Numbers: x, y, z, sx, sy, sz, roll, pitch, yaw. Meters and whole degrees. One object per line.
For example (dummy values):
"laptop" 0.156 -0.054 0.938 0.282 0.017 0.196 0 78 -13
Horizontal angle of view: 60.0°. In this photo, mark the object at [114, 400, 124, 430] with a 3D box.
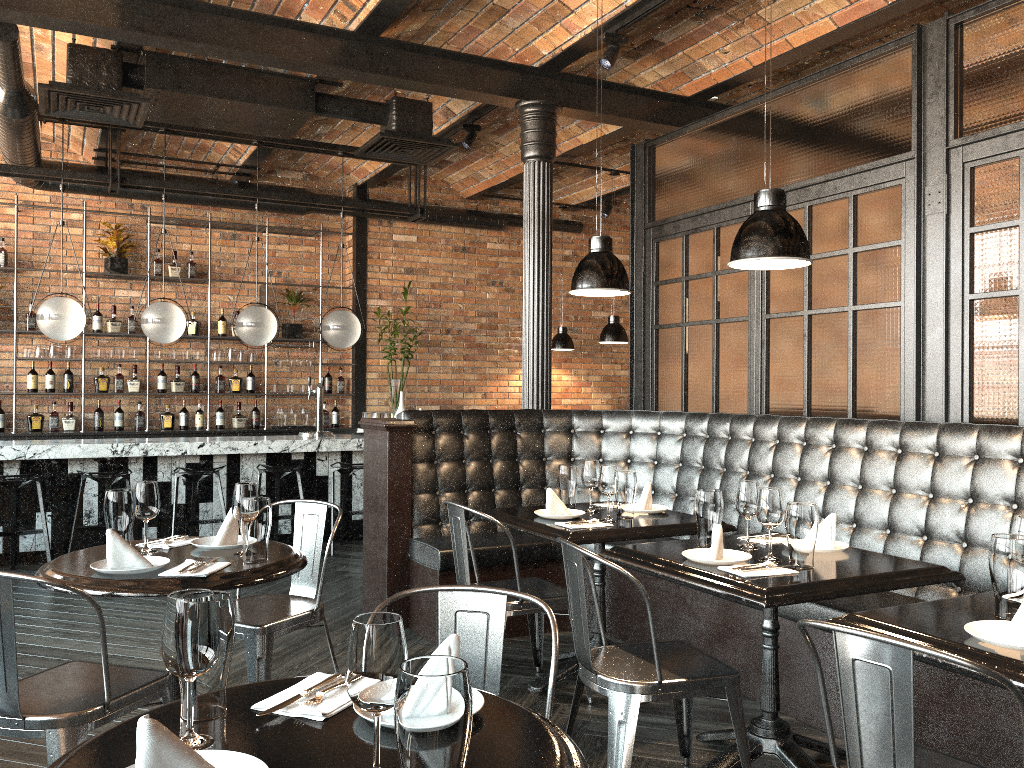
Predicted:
"object" -3.823 0.302 8.633 0.086 0.298 0.086 0 0 22

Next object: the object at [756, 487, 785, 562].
"object" 0.879 0.477 3.019 0.092 0.244 0.092 0 0 23

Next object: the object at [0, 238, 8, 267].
"object" -4.701 -1.205 8.175 0.083 0.282 0.083 0 0 -12

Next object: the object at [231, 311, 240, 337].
"object" -2.823 -0.612 9.124 0.123 0.279 0.123 0 0 -19

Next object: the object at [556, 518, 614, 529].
"object" 0.323 0.590 3.777 0.255 0.019 0.157 1 0 -27

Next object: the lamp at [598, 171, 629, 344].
"lamp" 0.986 -1.222 8.557 0.291 1.653 0.291 0 0 18

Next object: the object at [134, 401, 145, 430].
"object" -3.657 0.312 8.710 0.083 0.282 0.083 1 0 -42

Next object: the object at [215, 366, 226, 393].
"object" -2.979 -0.045 9.058 0.083 0.282 0.083 1 0 -42

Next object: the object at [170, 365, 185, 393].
"object" -3.340 -0.046 8.858 0.123 0.279 0.123 1 0 -39

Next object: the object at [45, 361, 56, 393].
"object" -4.363 -0.066 8.383 0.086 0.298 0.086 0 0 22

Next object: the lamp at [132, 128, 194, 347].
"lamp" -2.799 -1.179 7.137 0.340 1.754 0.340 0 0 19

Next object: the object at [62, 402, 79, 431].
"object" -4.192 0.309 8.420 0.123 0.279 0.123 0 0 -14

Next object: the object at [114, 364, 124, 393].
"object" -3.820 -0.053 8.627 0.083 0.282 0.083 1 0 -27

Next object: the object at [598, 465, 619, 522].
"object" 0.423 0.478 3.886 0.092 0.244 0.092 1 0 -44

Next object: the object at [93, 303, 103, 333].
"object" -3.992 -0.633 8.547 0.086 0.298 0.086 0 0 22

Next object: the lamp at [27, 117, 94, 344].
"lamp" -3.451 -1.185 6.802 0.340 1.754 0.340 0 0 19

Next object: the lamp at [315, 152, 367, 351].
"lamp" -1.495 -1.167 7.806 0.340 1.754 0.340 0 0 19

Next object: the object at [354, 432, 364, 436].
"object" -1.237 0.458 8.032 0.273 0.019 0.437 1 0 -27

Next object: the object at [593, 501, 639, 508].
"object" 0.513 0.594 4.404 0.255 0.019 0.157 1 0 -32

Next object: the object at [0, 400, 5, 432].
"object" -4.721 0.294 8.172 0.086 0.298 0.086 0 0 22

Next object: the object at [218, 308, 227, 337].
"object" -2.963 -0.623 9.074 0.086 0.299 0.086 0 0 22

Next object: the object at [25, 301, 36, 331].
"object" -4.493 -0.630 8.282 0.083 0.282 0.083 1 0 -42

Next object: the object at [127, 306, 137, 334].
"object" -3.720 -0.623 8.679 0.083 0.282 0.083 1 0 -27

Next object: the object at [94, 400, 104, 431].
"object" -3.969 0.301 8.521 0.086 0.297 0.086 0 0 7

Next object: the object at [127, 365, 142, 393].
"object" -3.690 -0.049 8.678 0.123 0.279 0.123 0 0 -14

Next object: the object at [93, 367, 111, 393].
"object" -3.957 -0.036 8.555 0.151 0.248 0.094 1 0 -38

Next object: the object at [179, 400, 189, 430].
"object" -3.294 0.308 8.911 0.086 0.298 0.086 0 0 22

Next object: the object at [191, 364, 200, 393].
"object" -3.196 -0.056 8.950 0.086 0.299 0.086 0 0 22

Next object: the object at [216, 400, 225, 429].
"object" -2.980 0.310 9.066 0.086 0.298 0.086 0 0 22

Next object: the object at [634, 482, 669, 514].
"object" 0.628 0.540 4.206 0.232 0.139 0.232 0 0 21

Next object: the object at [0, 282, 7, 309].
"object" -4.820 -0.754 8.083 0.430 0.526 0.425 0 0 -15

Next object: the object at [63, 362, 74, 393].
"object" -4.215 -0.065 8.427 0.086 0.297 0.086 0 0 22

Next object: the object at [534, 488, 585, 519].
"object" 0.216 0.536 4.011 0.232 0.139 0.232 0 0 21

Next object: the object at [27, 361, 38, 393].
"object" -4.481 -0.066 8.294 0.086 0.299 0.086 0 0 22

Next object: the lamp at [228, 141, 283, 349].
"lamp" -2.147 -1.173 7.471 0.340 1.754 0.340 0 0 19

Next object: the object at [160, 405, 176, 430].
"object" -3.425 0.332 8.828 0.151 0.248 0.094 0 0 -18

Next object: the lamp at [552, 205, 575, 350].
"lamp" 0.579 -1.217 10.144 0.291 1.653 0.291 0 0 38

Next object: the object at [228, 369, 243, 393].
"object" -2.843 -0.026 9.128 0.151 0.248 0.094 0 0 -18

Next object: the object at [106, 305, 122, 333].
"object" -3.857 -0.622 8.593 0.123 0.279 0.123 1 0 -39

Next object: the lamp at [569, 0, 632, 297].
"lamp" 0.416 -1.247 4.129 0.291 1.653 0.291 0 0 18

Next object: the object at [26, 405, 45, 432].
"object" -4.458 0.323 8.298 0.151 0.248 0.094 1 0 -38

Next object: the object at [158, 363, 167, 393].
"object" -3.475 -0.058 8.812 0.086 0.298 0.086 0 0 22

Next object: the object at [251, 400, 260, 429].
"object" -2.666 0.312 9.222 0.086 0.299 0.086 0 0 22

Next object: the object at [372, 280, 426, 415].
"object" -1.186 -0.301 9.359 0.584 1.546 0.673 0 0 12

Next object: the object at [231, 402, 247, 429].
"object" -2.809 0.322 9.130 0.123 0.279 0.123 1 0 -39

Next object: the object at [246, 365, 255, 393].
"object" -2.712 -0.050 9.211 0.086 0.298 0.086 0 0 22

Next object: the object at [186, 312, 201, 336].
"object" -3.212 -0.600 8.939 0.151 0.248 0.094 0 0 2

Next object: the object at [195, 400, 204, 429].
"object" -3.158 0.310 8.966 0.080 0.299 0.080 1 0 -25

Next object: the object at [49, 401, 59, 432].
"object" -4.321 0.306 8.369 0.083 0.282 0.083 1 0 -27

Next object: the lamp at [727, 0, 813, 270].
"lamp" 0.920 -1.248 3.149 0.291 1.653 0.291 0 0 18

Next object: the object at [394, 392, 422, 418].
"object" -1.040 0.276 9.022 0.316 0.397 0.319 0 0 22

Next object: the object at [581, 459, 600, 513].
"object" 0.371 0.479 4.163 0.092 0.244 0.092 0 0 -10

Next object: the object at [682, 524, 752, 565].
"object" 0.694 0.535 3.008 0.232 0.139 0.232 1 0 -42
